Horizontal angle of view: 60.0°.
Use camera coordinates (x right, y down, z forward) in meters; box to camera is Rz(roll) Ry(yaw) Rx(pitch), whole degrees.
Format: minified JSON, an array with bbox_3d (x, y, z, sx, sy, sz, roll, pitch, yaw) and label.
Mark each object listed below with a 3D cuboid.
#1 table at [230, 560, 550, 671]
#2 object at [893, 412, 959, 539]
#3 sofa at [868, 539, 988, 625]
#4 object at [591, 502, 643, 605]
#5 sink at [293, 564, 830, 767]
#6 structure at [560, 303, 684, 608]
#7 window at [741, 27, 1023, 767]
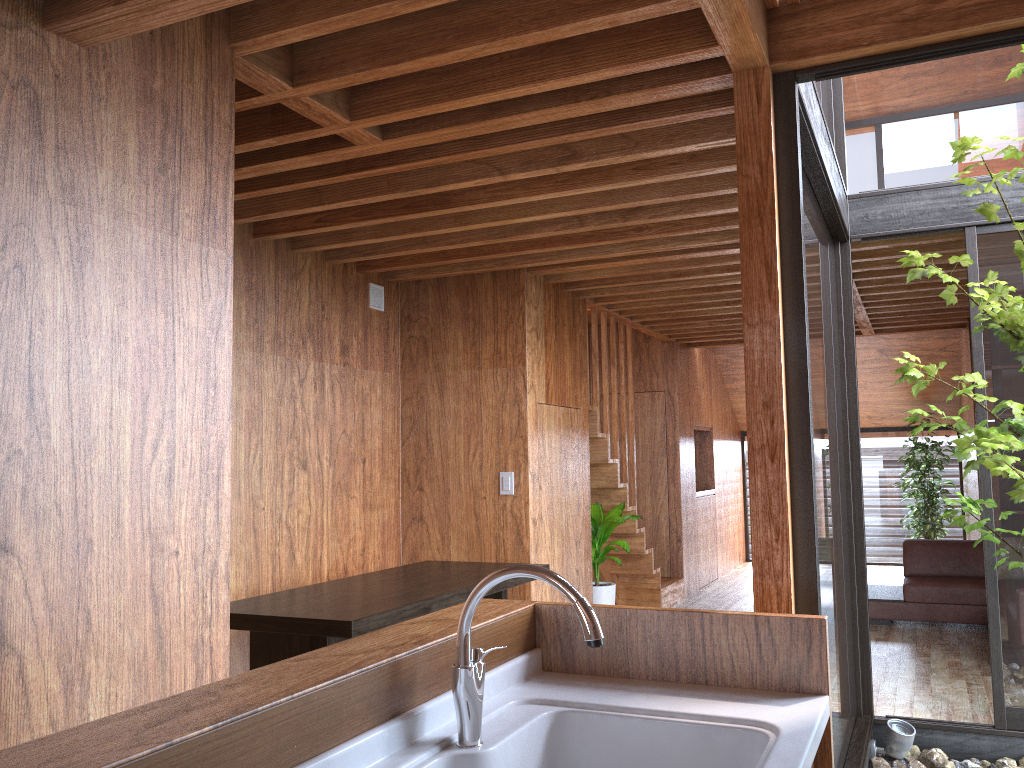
[{"bbox_3d":[-0.477,1.207,3.751,0.696,0.715,1.682,-3,-6,25],"label":"table"},{"bbox_3d":[4.419,1.141,9.436,0.633,1.689,0.684,-4,-6,32],"label":"object"},{"bbox_3d":[3.129,1.301,5.766,1.689,0.759,2.521,-3,-6,24],"label":"sofa"},{"bbox_3d":[0.570,1.249,6.176,0.671,1.030,0.635,-2,-5,14],"label":"object"},{"bbox_3d":[-0.220,0.412,0.544,0.554,0.423,2.474,-3,-6,25],"label":"sink"},{"bbox_3d":[0.652,0.692,7.081,0.824,2.297,2.463,-3,-5,25],"label":"structure"},{"bbox_3d":[0.953,-0.602,3.995,4.080,5.129,14.056,-3,-6,24],"label":"window"}]
